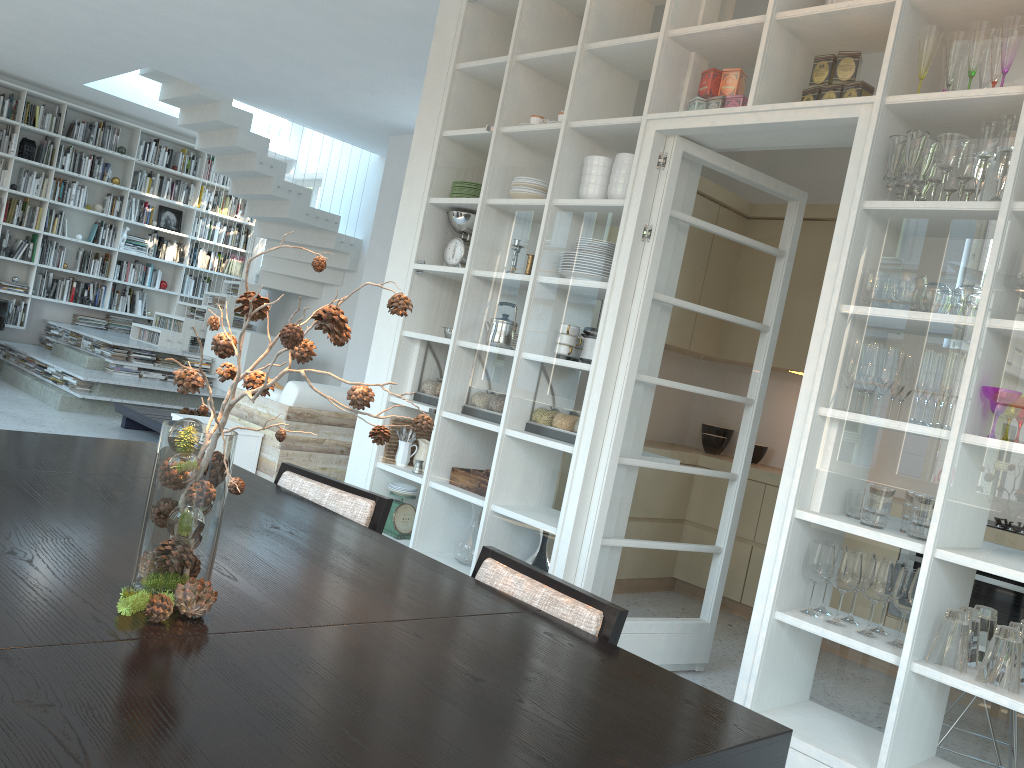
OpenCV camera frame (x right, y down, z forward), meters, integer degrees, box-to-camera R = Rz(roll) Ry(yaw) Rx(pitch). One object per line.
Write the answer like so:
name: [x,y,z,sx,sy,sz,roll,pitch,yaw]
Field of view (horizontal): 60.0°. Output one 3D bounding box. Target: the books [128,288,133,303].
books: [-4.766,-1.040,11.021,0.010,0.304,0.131,10,2,-44]

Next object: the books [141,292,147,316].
books: [-4.644,-1.008,11.109,0.025,0.287,0.160,10,2,-44]

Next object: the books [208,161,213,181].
books: [-3.911,-2.729,11.402,0.012,0.269,0.184,10,2,-44]

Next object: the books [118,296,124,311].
books: [-4.848,-0.996,10.938,0.030,0.188,0.139,10,2,-44]

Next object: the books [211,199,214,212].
books: [-3.917,-2.321,11.468,0.038,0.199,0.170,10,2,-44]

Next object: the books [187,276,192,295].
books: [-4.201,-1.275,11.477,0.022,0.242,0.151,10,2,-44]

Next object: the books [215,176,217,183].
books: [-3.859,-2.716,11.482,0.014,0.260,0.167,10,2,-44]

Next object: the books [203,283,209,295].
books: [-4.042,-1.227,11.627,0.021,0.205,0.174,10,2,-44]

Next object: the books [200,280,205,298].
books: [-4.078,-1.247,11.604,0.014,0.230,0.172,10,2,-44]

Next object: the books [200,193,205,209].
books: [-3.988,-2.336,11.323,0.024,0.205,0.165,10,2,-44]

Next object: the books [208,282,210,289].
books: [-4.030,-1.241,11.658,0.014,0.238,0.146,10,2,-44]

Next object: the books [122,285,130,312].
books: [-4.794,-1.059,10.961,0.014,0.333,0.168,10,2,-44]

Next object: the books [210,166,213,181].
books: [-3.905,-2.708,11.417,0.022,0.229,0.174,10,2,-44]

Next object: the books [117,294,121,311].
books: [-4.865,-1.010,10.918,0.025,0.210,0.137,10,2,-44]

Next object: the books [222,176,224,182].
books: [-3.795,-2.692,11.543,0.011,0.237,0.148,10,2,-44]

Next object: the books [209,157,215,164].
books: [-3.897,-2.759,11.443,0.014,0.331,0.142,10,2,-44]

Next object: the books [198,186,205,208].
books: [-3.990,-2.382,11.309,0.010,0.294,0.182,10,2,-44]

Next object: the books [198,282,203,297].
books: [-4.109,-1.237,11.585,0.027,0.201,0.163,10,2,-44]

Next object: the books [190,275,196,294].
books: [-4.171,-1.283,11.523,0.024,0.267,0.133,10,2,-44]

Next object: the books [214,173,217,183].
books: [-3.858,-2.738,11.467,0.012,0.306,0.184,10,2,-44]

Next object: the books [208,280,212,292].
books: [-4.015,-1.247,11.675,0.012,0.254,0.160,10,2,-44]

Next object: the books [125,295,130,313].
books: [-4.782,-0.998,10.986,0.052,0.217,0.184,10,2,-44]

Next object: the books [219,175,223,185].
books: [-3.807,-2.708,11.530,0.029,0.264,0.178,10,2,-44]

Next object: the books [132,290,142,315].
books: [-4.675,-1.015,11.030,0.075,0.291,0.254,10,2,-44]

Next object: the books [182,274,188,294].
books: [-4.236,-1.287,11.429,0.024,0.252,0.175,10,2,-44]

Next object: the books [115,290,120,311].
books: [-4.868,-1.027,10.895,0.015,0.243,0.156,10,2,-44]

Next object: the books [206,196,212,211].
books: [-3.917,-2.317,11.390,0.024,0.193,0.189,10,2,-44]

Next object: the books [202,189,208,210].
books: [-3.959,-2.360,11.334,0.026,0.263,0.189,10,2,-44]

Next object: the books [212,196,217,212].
books: [-3.870,-2.318,11.465,0.025,0.211,0.134,10,2,-44]

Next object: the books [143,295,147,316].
books: [-4.621,-0.997,11.147,0.062,0.274,0.148,10,2,-44]

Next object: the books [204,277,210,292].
books: [-4.028,-1.265,11.643,0.011,0.285,0.160,10,2,-44]

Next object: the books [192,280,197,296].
books: [-4.155,-1.250,11.536,0.025,0.208,0.148,10,2,-44]

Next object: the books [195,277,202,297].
books: [-4.114,-1.262,11.536,0.027,0.248,0.184,10,2,-44]

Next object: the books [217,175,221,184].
books: [-3.825,-2.709,11.512,0.022,0.259,0.163,10,2,-44]

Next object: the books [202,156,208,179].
books: [-3.966,-2.762,11.346,0.011,0.313,0.172,10,2,-44]

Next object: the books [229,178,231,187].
books: [-3.719,-2.702,11.629,0.012,0.285,0.159,10,2,-44]

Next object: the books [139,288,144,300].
books: [-4.668,-1.033,11.111,0.012,0.326,0.136,10,2,-44]

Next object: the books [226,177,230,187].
books: [-3.741,-2.667,11.606,0.026,0.208,0.163,10,2,-44]

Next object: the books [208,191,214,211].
books: [-3.904,-2.350,11.416,0.023,0.264,0.158,10,2,-44]

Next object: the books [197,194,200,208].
books: [-4.023,-2.388,11.310,0.036,0.294,0.135,10,2,-44]

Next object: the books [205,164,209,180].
books: [-3.956,-2.715,11.400,0.025,0.223,0.136,10,2,-44]

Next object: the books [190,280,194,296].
books: [-4.183,-1.251,11.492,0.029,0.201,0.172,10,2,-44]

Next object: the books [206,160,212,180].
books: [-3.927,-2.741,11.402,0.013,0.286,0.150,10,2,-44]

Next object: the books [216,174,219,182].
books: [-3.844,-2.721,11.497,0.027,0.275,0.148,10,2,-44]

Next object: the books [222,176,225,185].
books: [-3.787,-2.697,11.563,0.027,0.250,0.154,10,2,-44]

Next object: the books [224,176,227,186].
books: [-3.764,-2.686,11.576,0.025,0.237,0.143,10,2,-44]

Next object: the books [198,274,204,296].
books: [-4.085,-1.282,11.598,0.013,0.297,0.141,10,2,-44]

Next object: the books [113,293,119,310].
books: [-4.891,-1.017,10.890,0.023,0.214,0.163,10,2,-44]

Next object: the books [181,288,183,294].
books: [-4.282,-1.307,11.401,0.085,0.278,0.159,10,2,-44]

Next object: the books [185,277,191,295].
books: [-4.221,-1.276,11.456,0.037,0.236,0.153,10,2,-44]

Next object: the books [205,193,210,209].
books: [-3.944,-2.337,11.368,0.049,0.224,0.161,10,2,-44]

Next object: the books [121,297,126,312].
books: [-4.824,-0.990,10.952,0.024,0.185,0.149,10,2,-44]

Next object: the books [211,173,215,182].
books: [-3.884,-2.712,11.447,0.023,0.244,0.182,10,2,-44]

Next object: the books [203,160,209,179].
books: [-3.960,-2.742,11.375,0.022,0.275,0.159,10,2,-44]

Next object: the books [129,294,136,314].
books: [-4.746,-1.003,11.024,0.031,0.239,0.171,10,2,-44]

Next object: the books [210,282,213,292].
books: [-4.005,-1.238,11.681,0.013,0.240,0.166,10,2,-44]

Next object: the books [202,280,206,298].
books: [-4.074,-1.252,11.629,0.027,0.242,0.131,10,2,-44]
